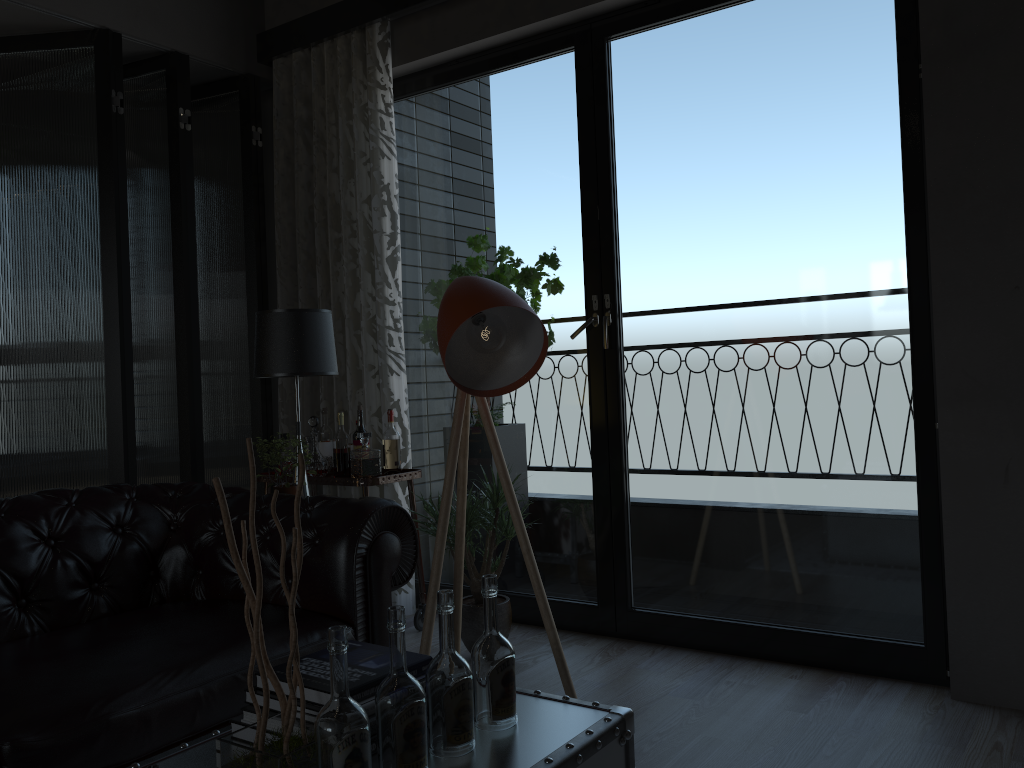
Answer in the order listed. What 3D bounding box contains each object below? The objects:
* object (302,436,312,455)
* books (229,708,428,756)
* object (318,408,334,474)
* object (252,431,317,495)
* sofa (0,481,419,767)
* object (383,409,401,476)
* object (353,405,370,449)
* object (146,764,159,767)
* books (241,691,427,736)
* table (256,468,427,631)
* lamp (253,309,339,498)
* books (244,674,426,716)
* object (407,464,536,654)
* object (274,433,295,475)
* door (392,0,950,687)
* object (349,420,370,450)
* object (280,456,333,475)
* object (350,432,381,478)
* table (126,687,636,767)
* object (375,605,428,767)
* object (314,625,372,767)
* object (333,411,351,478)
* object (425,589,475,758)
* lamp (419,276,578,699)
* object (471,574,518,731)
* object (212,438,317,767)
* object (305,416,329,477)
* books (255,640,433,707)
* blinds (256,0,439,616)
[{"bbox_3d":[-1.006,0.351,4.373,0.052,0.182,0.135,-2,0,-18],"label":"object"},{"bbox_3d":[-0.322,0.650,1.737,0.305,0.035,0.324,-2,0,35],"label":"books"},{"bbox_3d":[-0.905,0.276,4.313,0.073,0.320,0.073,-3,-1,26],"label":"object"},{"bbox_3d":[-0.883,0.362,3.407,0.270,0.363,0.297,-2,0,-10],"label":"object"},{"bbox_3d":[-1.467,0.754,2.051,1.239,0.838,2.566,-2,0,34],"label":"sofa"},{"bbox_3d":[-0.560,0.269,4.120,0.081,0.309,0.081,-3,-1,27],"label":"object"},{"bbox_3d":[-0.695,0.263,4.086,0.080,0.329,0.080,-3,-1,26],"label":"object"},{"bbox_3d":[-0.566,0.623,1.397,0.019,0.040,0.019,-2,-1,9],"label":"object"},{"bbox_3d":[-0.314,0.619,1.731,0.270,0.026,0.315,-2,0,35],"label":"books"},{"bbox_3d":[-0.790,0.775,4.130,0.803,0.732,0.438,-2,-1,31],"label":"table"},{"bbox_3d":[-0.859,0.126,3.557,0.333,0.832,0.333,-3,-1,37],"label":"lamp"},{"bbox_3d":[-0.324,0.593,1.738,0.266,0.026,0.282,-2,0,37],"label":"books"},{"bbox_3d":[-0.175,0.702,3.631,0.577,0.825,0.621,-2,0,-16],"label":"object"},{"bbox_3d":[-1.092,0.340,4.270,0.087,0.206,0.087,-2,-1,-30],"label":"object"},{"bbox_3d":[0.389,-0.247,3.840,2.668,2.681,0.111,-3,-1,35],"label":"door"},{"bbox_3d":[-0.723,0.301,4.216,0.099,0.258,0.067,-3,-1,40],"label":"object"},{"bbox_3d":[-0.965,0.392,4.175,0.245,0.092,0.151,-2,0,-14],"label":"object"},{"bbox_3d":[-0.643,0.319,3.888,0.101,0.211,0.100,-2,-1,-40],"label":"object"},{"bbox_3d":[-0.373,0.896,1.431,0.684,0.470,1.255,-2,0,35],"label":"table"},{"bbox_3d":[-0.189,0.522,1.496,0.084,0.290,0.088,-3,-1,40],"label":"object"},{"bbox_3d":[-0.266,0.526,1.385,0.084,0.290,0.088,-3,-1,40],"label":"object"},{"bbox_3d":[-0.781,0.279,4.068,0.081,0.307,0.081,-2,-1,-16],"label":"object"},{"bbox_3d":[-0.114,0.519,1.603,0.084,0.290,0.088,-3,-1,40],"label":"object"},{"bbox_3d":[-0.446,0.402,4.261,0.583,1.457,3.831,-2,0,-13],"label":"lamp"},{"bbox_3d":[-0.037,0.516,1.714,0.084,0.290,0.088,-3,-1,40],"label":"object"},{"bbox_3d":[-0.394,0.379,1.472,0.185,0.583,0.156,-3,-1,35],"label":"object"},{"bbox_3d":[-0.899,0.290,4.046,0.114,0.292,0.114,-2,-1,-27],"label":"object"},{"bbox_3d":[-0.325,0.565,1.738,0.236,0.030,0.251,-2,0,37],"label":"books"},{"bbox_3d":[0.161,-0.409,3.753,3.409,2.975,0.200,-3,-1,35],"label":"blinds"}]
